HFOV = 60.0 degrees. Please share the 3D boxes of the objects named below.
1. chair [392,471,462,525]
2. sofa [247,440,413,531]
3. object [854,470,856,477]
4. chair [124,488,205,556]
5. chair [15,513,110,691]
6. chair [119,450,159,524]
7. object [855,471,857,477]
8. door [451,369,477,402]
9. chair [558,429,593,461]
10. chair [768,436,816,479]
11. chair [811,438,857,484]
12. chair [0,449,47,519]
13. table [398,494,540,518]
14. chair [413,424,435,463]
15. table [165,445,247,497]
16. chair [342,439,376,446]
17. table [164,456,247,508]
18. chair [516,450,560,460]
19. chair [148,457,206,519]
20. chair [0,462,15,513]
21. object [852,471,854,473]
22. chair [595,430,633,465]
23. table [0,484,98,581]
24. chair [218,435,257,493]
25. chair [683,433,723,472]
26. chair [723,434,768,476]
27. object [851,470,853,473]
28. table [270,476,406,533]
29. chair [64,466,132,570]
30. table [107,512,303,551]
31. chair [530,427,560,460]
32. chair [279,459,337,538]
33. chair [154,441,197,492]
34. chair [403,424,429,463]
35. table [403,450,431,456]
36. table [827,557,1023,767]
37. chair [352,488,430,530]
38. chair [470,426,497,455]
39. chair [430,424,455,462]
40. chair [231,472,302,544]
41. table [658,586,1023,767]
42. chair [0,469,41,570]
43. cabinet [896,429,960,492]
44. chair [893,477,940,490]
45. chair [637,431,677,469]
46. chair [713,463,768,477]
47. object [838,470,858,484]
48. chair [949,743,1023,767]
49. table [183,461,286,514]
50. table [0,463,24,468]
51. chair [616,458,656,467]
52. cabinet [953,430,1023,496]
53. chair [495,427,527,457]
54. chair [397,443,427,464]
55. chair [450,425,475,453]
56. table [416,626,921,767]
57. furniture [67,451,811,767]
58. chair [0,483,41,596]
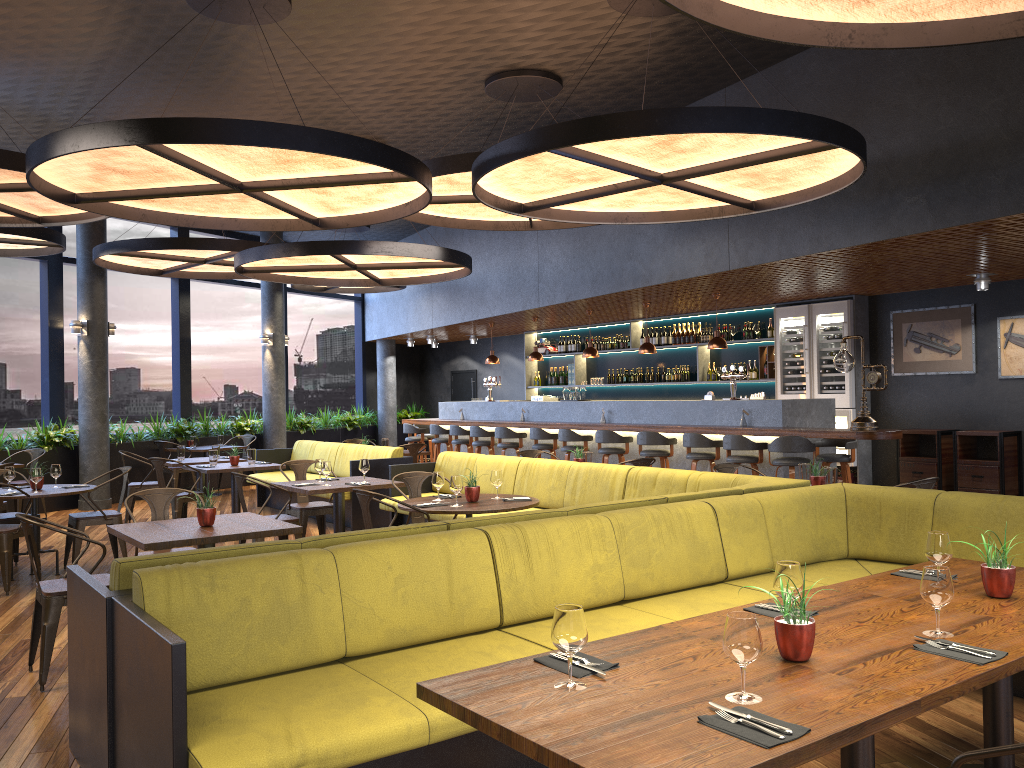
[{"bbox_3d":[-0.638,1.151,6.838,0.504,0.917,0.541,-1,-1,-36],"label":"chair"},{"bbox_3d":[-2.456,1.240,11.466,0.966,0.914,3.061,-1,-1,-36],"label":"sofa"},{"bbox_3d":[4.460,1.221,11.517,0.056,0.205,0.057,-1,-1,4],"label":"object"},{"bbox_3d":[-2.279,1.171,5.893,0.504,0.917,0.541,-1,-1,-36],"label":"chair"},{"bbox_3d":[-2.463,1.163,4.960,0.541,0.917,0.504,-1,-1,-36],"label":"chair"},{"bbox_3d":[-4.534,1.268,10.903,0.541,0.917,0.504,-1,-1,-17],"label":"chair"},{"bbox_3d":[4.441,1.220,11.428,0.056,0.205,0.056,-1,-1,-35],"label":"object"},{"bbox_3d":[-1.013,0.729,19.166,0.137,2.056,1.012,-1,-1,-36],"label":"door"},{"bbox_3d":[0.848,1.116,11.890,0.438,1.048,0.483,-1,-1,-7],"label":"chair"},{"bbox_3d":[2.869,1.047,9.121,0.438,1.048,0.483,0,-1,-44],"label":"chair"},{"bbox_3d":[3.447,1.041,9.493,0.483,1.048,0.438,-1,-1,25],"label":"chair"},{"bbox_3d":[-6.314,1.307,11.412,0.504,0.917,0.541,-1,-1,18],"label":"chair"},{"bbox_3d":[-0.301,1.218,6.320,1.007,0.760,1.007,-1,-1,2],"label":"table"},{"bbox_3d":[-1.563,1.210,16.301,0.483,1.048,0.438,-1,-1,-7],"label":"chair"},{"bbox_3d":[-4.864,1.389,14.092,0.887,0.763,0.906,-1,-1,28],"label":"table"},{"bbox_3d":[-2.114,1.242,12.515,0.504,0.917,0.541,-1,-1,-36],"label":"chair"},{"bbox_3d":[-3.946,1.340,11.218,0.906,0.763,0.887,-1,-1,-36],"label":"table"},{"bbox_3d":[0.335,1.161,9.292,0.504,0.917,0.541,-1,-1,-36],"label":"chair"},{"bbox_3d":[-3.638,1.237,9.628,0.504,0.917,0.541,-1,-1,31],"label":"chair"},{"bbox_3d":[-5.354,1.262,8.991,0.541,0.917,0.504,-1,-1,-6],"label":"chair"},{"bbox_3d":[4.378,1.221,11.385,0.057,0.205,0.056,-1,-1,-31],"label":"object"},{"bbox_3d":[1.311,1.101,11.318,0.483,1.048,0.438,-1,-1,14],"label":"chair"},{"bbox_3d":[-4.165,1.305,7.735,1.007,0.760,1.007,-2,-1,42],"label":"table"},{"bbox_3d":[-4.512,1.310,14.662,0.504,0.917,0.541,-1,-1,19],"label":"chair"},{"bbox_3d":[2.203,1.071,10.134,0.483,1.048,0.438,-1,-1,25],"label":"chair"},{"bbox_3d":[2.515,1.059,9.591,0.438,1.048,0.483,-1,-1,-7],"label":"chair"},{"bbox_3d":[4.399,1.222,11.480,0.056,0.205,0.056,-1,-1,30],"label":"object"},{"bbox_3d":[-1.551,1.259,7.892,0.906,0.763,0.887,-1,-1,-36],"label":"table"},{"bbox_3d":[-3.741,1.222,8.049,0.541,0.917,0.504,-1,-1,-36],"label":"chair"},{"bbox_3d":[-1.853,1.235,5.331,0.887,0.763,0.906,-1,-1,-36],"label":"table"},{"bbox_3d":[0.491,1.129,12.476,0.483,1.048,0.438,-1,-1,25],"label":"chair"},{"bbox_3d":[-1.926,1.193,8.453,0.504,0.917,0.541,-1,-1,-36],"label":"chair"},{"bbox_3d":[-5.140,1.309,13.490,0.504,0.917,0.541,-1,-1,29],"label":"chair"},{"bbox_3d":[-1.637,1.200,15.317,0.483,1.048,0.438,-1,-1,25],"label":"chair"},{"bbox_3d":[-1.715,1.308,12.031,0.906,0.763,0.887,-1,-1,-36],"label":"table"},{"bbox_3d":[1.842,1.145,3.318,0.906,0.763,0.887,-1,-1,-36],"label":"table"},{"bbox_3d":[-0.784,1.144,5.967,0.541,0.917,0.504,-1,-1,-36],"label":"chair"},{"bbox_3d":[-0.418,1.158,13.602,0.438,1.048,0.483,-1,-1,-7],"label":"chair"},{"bbox_3d":[-1.118,1.183,14.676,0.483,1.048,0.438,-1,-1,25],"label":"chair"},{"bbox_3d":[-2.073,1.185,7.482,0.541,0.917,0.504,-1,-1,-36],"label":"chair"},{"bbox_3d":[1.108,1.152,2.786,0.906,0.763,0.887,-1,-1,-36],"label":"table"},{"bbox_3d":[-4.620,1.237,8.019,0.541,0.917,0.504,-2,-1,36],"label":"chair"},{"bbox_3d":[4.937,1.048,10.542,0.473,1.007,0.553,-1,-1,-36],"label":"cabinet"},{"bbox_3d":[2.637,1.082,6.091,0.504,0.917,0.541,-1,-1,-36],"label":"chair"},{"bbox_3d":[1.743,1.087,10.759,0.438,1.048,0.483,-1,-1,-22],"label":"chair"},{"bbox_3d":[1.906,1.107,7.100,0.504,0.917,0.541,-1,-1,-36],"label":"chair"},{"bbox_3d":[4.321,1.244,11.545,0.277,0.206,0.416,-1,-1,-33],"label":"object"},{"bbox_3d":[0.828,1.066,1.630,0.504,0.917,0.541,-1,-1,-36],"label":"chair"},{"bbox_3d":[-3.185,1.314,10.170,0.887,0.763,0.906,-1,-1,-36],"label":"table"},{"bbox_3d":[-6.665,1.386,10.842,0.887,0.763,0.906,-1,-1,28],"label":"table"},{"bbox_3d":[1.065,1.136,8.285,0.504,0.917,0.541,-1,-1,-36],"label":"chair"},{"bbox_3d":[5.345,1.034,9.980,0.473,1.007,0.553,-1,-1,-36],"label":"cabinet"},{"bbox_3d":[-0.025,1.144,12.990,0.438,1.048,0.483,-1,-1,-16],"label":"chair"},{"bbox_3d":[-1.373,1.217,11.492,0.504,0.917,0.541,-1,-1,-36],"label":"chair"},{"bbox_3d":[-0.758,1.171,14.201,0.483,1.048,0.438,-1,-1,25],"label":"chair"},{"bbox_3d":[0.379,1.160,2.251,0.906,0.763,0.887,-1,-1,-36],"label":"table"},{"bbox_3d":[-0.090,1.128,5.387,4.895,0.914,7.462,0,-1,-41],"label":"furniture"},{"bbox_3d":[-4.200,1.221,7.211,0.504,0.917,0.541,-1,-1,3],"label":"chair"}]
